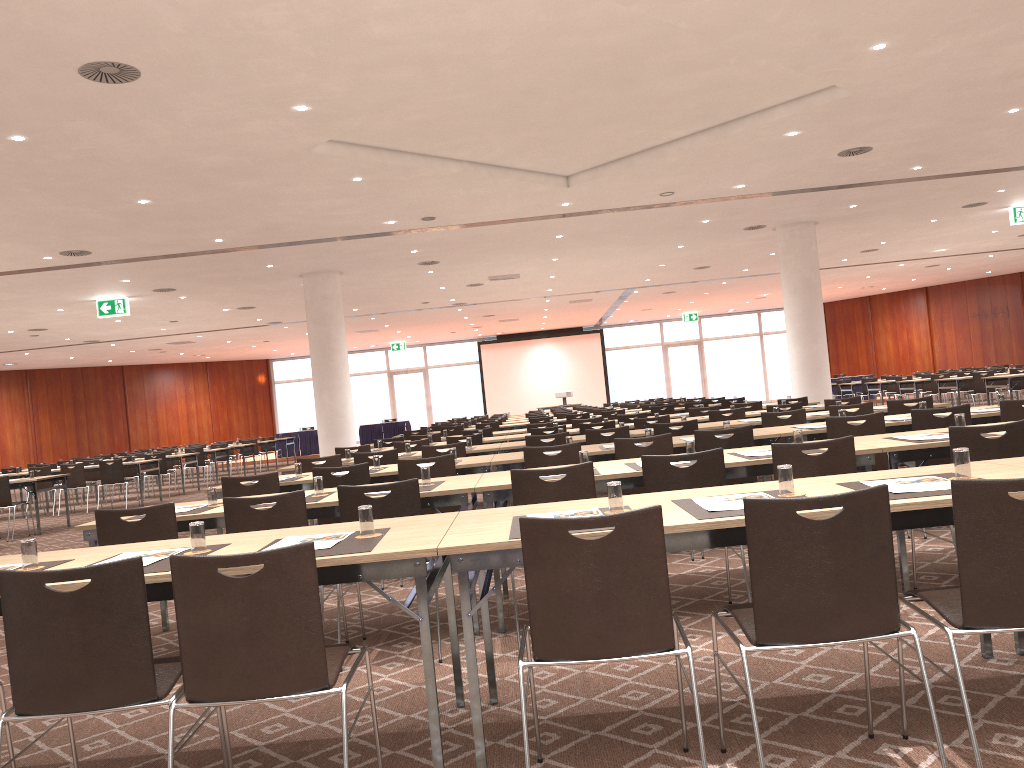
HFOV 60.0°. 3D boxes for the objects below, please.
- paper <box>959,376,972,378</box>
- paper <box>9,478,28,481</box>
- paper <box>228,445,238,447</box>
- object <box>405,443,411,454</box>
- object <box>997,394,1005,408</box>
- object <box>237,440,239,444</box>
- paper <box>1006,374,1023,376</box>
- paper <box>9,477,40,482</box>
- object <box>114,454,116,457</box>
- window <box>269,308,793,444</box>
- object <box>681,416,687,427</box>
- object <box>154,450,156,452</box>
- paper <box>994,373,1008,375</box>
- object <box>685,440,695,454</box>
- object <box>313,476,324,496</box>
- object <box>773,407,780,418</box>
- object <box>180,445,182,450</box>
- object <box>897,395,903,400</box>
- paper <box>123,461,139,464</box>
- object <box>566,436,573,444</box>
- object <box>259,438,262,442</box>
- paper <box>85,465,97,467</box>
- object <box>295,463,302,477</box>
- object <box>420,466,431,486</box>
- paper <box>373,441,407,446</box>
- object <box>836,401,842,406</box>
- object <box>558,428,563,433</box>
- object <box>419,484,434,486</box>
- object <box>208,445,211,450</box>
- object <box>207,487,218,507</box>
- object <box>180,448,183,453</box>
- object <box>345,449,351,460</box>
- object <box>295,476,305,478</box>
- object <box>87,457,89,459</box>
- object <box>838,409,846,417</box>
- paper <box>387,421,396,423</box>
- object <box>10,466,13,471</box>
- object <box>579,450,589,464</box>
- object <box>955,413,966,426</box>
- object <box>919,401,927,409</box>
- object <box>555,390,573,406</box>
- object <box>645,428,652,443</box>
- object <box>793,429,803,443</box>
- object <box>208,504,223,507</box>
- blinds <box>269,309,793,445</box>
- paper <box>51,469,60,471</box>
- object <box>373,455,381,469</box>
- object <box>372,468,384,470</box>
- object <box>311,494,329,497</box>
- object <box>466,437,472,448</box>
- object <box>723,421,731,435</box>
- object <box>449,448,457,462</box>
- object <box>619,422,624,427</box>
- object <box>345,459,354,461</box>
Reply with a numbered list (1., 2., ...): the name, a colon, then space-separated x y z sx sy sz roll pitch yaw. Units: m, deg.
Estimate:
1. paper: 9.585 -0.150 18.678 0.283 0.006 0.398 -6 -1 2
2. paper: -7.552 1.458 13.469 0.283 0.006 0.398 -6 -1 0
3. paper: -7.298 1.609 22.913 0.460 0.003 0.565 -6 -1 0
4. object: -1.102 0.687 9.408 0.054 0.114 0.054 -6 -1 -10
5. object: 4.030 0.139 7.310 0.054 0.114 0.054 -5 -1 -33
6. object: -7.740 1.632 25.033 0.054 0.114 0.054 -6 -1 -10
7. paper: 9.582 -0.184 16.597 0.460 0.003 0.565 -6 -1 2
8. paper: -7.493 1.456 13.437 0.460 0.003 0.565 -6 -1 -2
9. object: -9.425 1.728 21.065 0.054 0.114 0.054 -5 -1 -33
10. window: 1.444 -0.240 36.878 22.961 3.872 0.217 -6 0 1
11. object: 1.813 0.396 9.338 0.054 0.114 0.054 -6 -1 35
12. object: -8.474 1.633 21.047 0.054 0.114 0.054 -6 -1 -10
13. paper: 10.252 -0.214 18.575 0.460 0.003 0.565 -6 -1 -1
14. object: 1.081 0.397 5.368 0.054 0.114 0.054 -6 -1 -10
15. object: -1.179 0.622 5.410 0.054 0.114 0.054 -6 -1 12
16. object: 2.782 0.300 9.332 0.054 0.114 0.054 -5 -1 -33
17. object: -9.355 1.794 25.071 0.054 0.114 0.054 -5 -1 -33
18. object: 4.070 0.171 9.304 0.054 0.114 0.054 -6 -1 -10
19. paper: -7.417 1.512 16.928 0.460 0.003 0.565 -6 -1 2
20. object: 0.478 0.493 7.361 0.054 0.114 0.054 -6 -1 35
21. object: -7.094 1.568 25.021 0.054 0.114 0.054 -6 -1 -10
22. paper: -8.122 1.579 16.998 0.283 0.006 0.398 -6 -1 -1
23. object: -1.787 0.719 7.423 0.054 0.114 0.054 -6 -1 35
24. object: -0.523 0.556 5.383 0.054 0.114 0.054 -6 -1 35
25. paper: -1.818 0.889 13.297 0.460 0.003 0.565 -6 -1 3
26. object: 3.432 0.235 9.305 0.054 0.114 0.054 -5 -1 -33
27. object: 0.518 0.526 9.373 0.054 0.114 0.054 -6 -1 -10
28. object: -0.519 0.614 5.382 0.102 0.001 0.102 -5 -1 -10
29. object: -7.166 1.502 21.020 0.054 0.114 0.054 -6 -1 -10
30. object: -1.828 0.686 5.408 0.054 0.114 0.054 -6 -1 -10
31. object: -7.830 1.568 21.028 0.054 0.114 0.054 -6 -1 -10
32. object: -1.744 0.751 9.421 0.054 0.114 0.054 -6 -1 -10
33. object: -1.765 0.774 7.411 0.102 0.001 0.102 -5 -1 -33
34. object: -10.074 1.792 21.083 0.054 0.114 0.054 -5 -1 -33
35. object: 2.731 0.268 7.331 0.054 0.114 0.054 -6 -1 12
36. paper: -4.258 1.316 30.424 0.460 0.003 0.565 -6 -1 1
37. object: -10.774 1.826 19.095 0.054 0.114 0.054 -6 -1 35
38. object: 0.437 0.460 5.362 0.054 0.114 0.054 -6 -1 -10
39. object: 2.695 0.235 5.330 0.054 0.114 0.054 -6 -1 35
40. object: 3.391 0.202 7.313 0.054 0.114 0.054 -5 -1 -33
41. object: 1.771 0.480 30.026 0.576 0.472 0.614 -6 -1 1
42. object: 1.134 0.428 7.354 0.054 0.114 0.054 -6 -1 35
43. object: 1.728 0.332 5.352 0.054 0.114 0.054 -6 -1 -10
44. object: -1.804 0.742 5.410 0.102 0.001 0.102 -5 -1 -10
45. blinds: 1.409 -0.213 36.655 22.852 3.816 0.115 -6 0 1
46. paper: -8.705 1.640 16.947 0.460 0.003 0.565 -6 -1 -2
47. object: -1.129 0.653 7.404 0.054 0.114 0.054 -5 -1 -33
48. object: -1.119 0.710 7.393 0.102 0.001 0.102 -5 -1 -10
49. object: -1.168 0.678 5.393 0.102 0.001 0.102 -6 -1 35
50. object: -0.453 0.622 9.387 0.054 0.114 0.054 -5 -1 -33
51. object: 1.778 0.363 7.336 0.054 0.114 0.054 -6 -1 35
52. object: -0.489 0.590 7.388 0.054 0.114 0.054 -5 -1 -33
53. object: 1.161 0.461 9.354 0.054 0.114 0.054 -6 -1 -10
54. object: -1.725 0.807 9.422 0.102 0.001 0.102 -5 -1 -33
